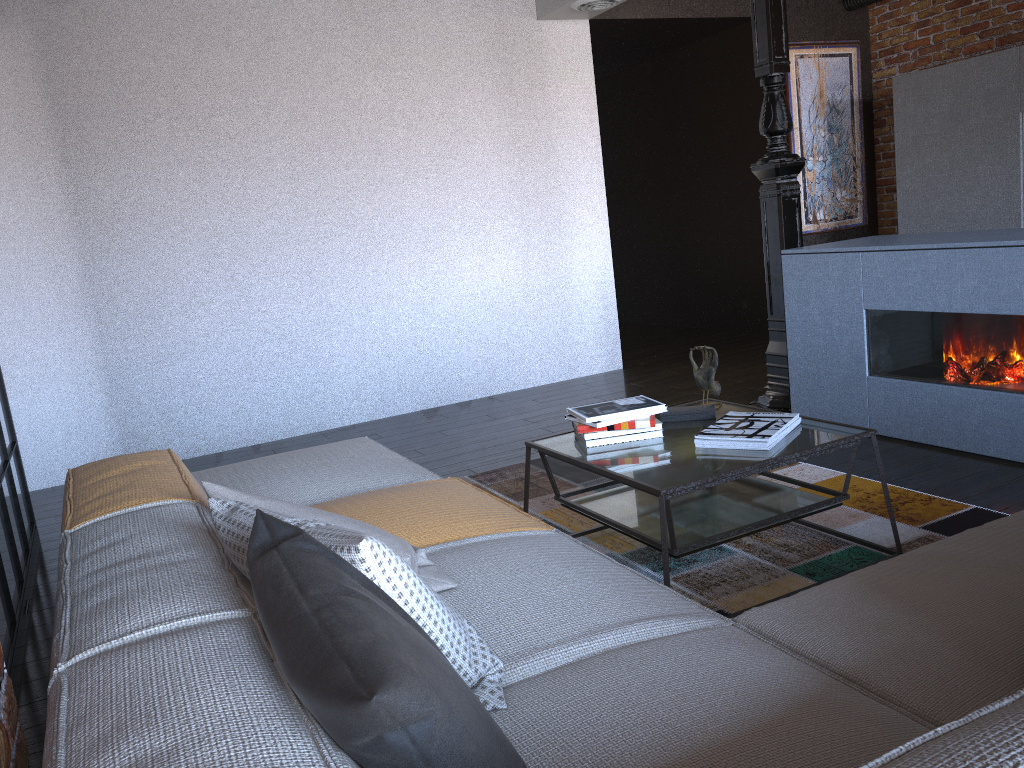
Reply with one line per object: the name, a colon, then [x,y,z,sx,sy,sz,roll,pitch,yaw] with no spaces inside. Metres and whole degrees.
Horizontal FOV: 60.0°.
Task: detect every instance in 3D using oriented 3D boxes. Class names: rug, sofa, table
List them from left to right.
sofa: [0.274,0.370,2.225,2.535,0.698,3.298,-12,11,-25]
table: [0.568,0.350,2.766,0.842,0.389,0.848,-12,11,-24]
rug: [0.661,0.476,3.200,1.431,0.013,2.362,-12,11,-24]

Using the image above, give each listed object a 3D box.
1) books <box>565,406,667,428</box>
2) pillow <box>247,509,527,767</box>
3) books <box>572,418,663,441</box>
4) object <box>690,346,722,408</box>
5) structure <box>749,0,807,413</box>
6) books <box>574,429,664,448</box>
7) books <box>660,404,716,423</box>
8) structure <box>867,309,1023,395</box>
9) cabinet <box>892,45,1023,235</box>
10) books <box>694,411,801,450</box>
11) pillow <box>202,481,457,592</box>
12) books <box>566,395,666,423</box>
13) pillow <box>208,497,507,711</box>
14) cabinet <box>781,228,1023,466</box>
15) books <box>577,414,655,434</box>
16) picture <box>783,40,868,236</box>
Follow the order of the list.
books: [0.333,0.093,2.843,0.267,0.014,0.196,-12,11,-26]
pillow: [-0.153,0.371,1.095,0.263,0.401,0.510,-13,12,-30]
books: [0.335,0.132,2.853,0.251,0.023,0.209,-8,10,-5]
object: [0.672,-0.029,3.081,0.099,0.223,0.093,-4,11,15]
structure: [-1.441,-0.231,1.761,0.481,2.396,8.506,4,15,45]
books: [0.339,0.154,2.857,0.247,0.024,0.209,-8,10,-5]
books: [0.593,0.096,2.991,0.182,0.029,0.129,-5,10,12]
structure: [1.908,-0.136,3.576,0.332,0.395,0.943,-12,11,-24]
cabinet: [3.990,-1.101,4.638,0.713,1.810,4.171,-12,11,-24]
books: [0.712,0.137,2.665,0.225,0.038,0.308,0,12,35]
pillow: [-0.348,0.317,1.785,0.485,0.314,0.358,-4,11,18]
books: [0.331,0.078,2.840,0.268,0.014,0.196,-9,10,-13]
pillow: [-0.251,0.340,1.423,0.293,0.355,0.495,-15,13,-39]
cabinet: [2.253,-0.126,3.125,0.607,0.845,2.958,-12,11,-24]
books: [0.335,0.115,2.826,0.239,0.023,0.190,-5,10,10]
picture: [2.483,-1.946,7.019,0.779,1.472,0.067,-12,11,-24]
